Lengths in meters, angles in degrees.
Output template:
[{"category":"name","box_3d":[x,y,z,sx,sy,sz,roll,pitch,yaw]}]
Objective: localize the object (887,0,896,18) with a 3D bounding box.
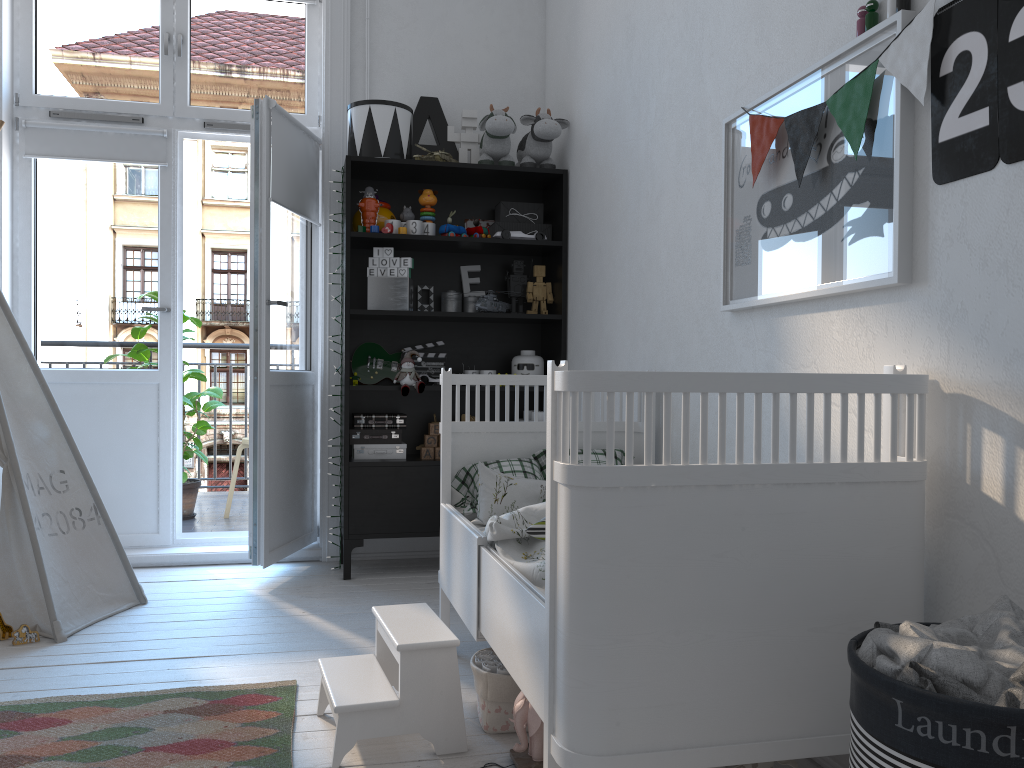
[{"category":"object","box_3d":[0.706,-0.706,1.636,0.025,0.064,0.025,0,1,-18]}]

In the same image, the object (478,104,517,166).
[{"category":"object","box_3d":[-0.068,-1.019,3.735,0.154,0.253,0.370,0,0,-5]}]

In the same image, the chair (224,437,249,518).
[{"category":"chair","box_3d":[-1.297,0.377,4.950,0.436,0.715,0.498,1,1,32]}]

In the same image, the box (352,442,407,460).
[{"category":"box","box_3d":[-0.559,0.278,3.719,0.215,0.062,0.179,0,0,-13]}]

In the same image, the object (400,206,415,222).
[{"category":"object","box_3d":[-0.447,-0.681,3.789,0.063,0.160,0.063,0,1,-35]}]

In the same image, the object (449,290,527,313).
[{"category":"object","box_3d":[-0.090,-0.345,3.780,0.368,0.106,0.349,0,0,-11]}]

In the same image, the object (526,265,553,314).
[{"category":"object","box_3d":[0.118,-0.400,3.817,0.114,0.221,0.052,0,1,-14]}]

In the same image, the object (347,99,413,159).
[{"category":"object","box_3d":[-0.533,-1.030,3.751,0.272,0.259,0.395,1,0,15]}]

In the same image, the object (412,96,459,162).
[{"category":"object","box_3d":[-0.363,-1.072,3.866,0.343,0.344,0.057,0,1,-13]}]

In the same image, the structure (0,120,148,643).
[{"category":"structure","box_3d":[-1.868,-0.098,2.954,1.143,1.750,1.143,0,1,-37]}]

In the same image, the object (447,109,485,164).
[{"category":"object","box_3d":[-0.188,-1.043,3.876,0.190,0.290,0.065,0,1,-8]}]

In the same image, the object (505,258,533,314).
[{"category":"object","box_3d":[0.030,-0.421,3.860,0.117,0.259,0.081,0,1,-13]}]

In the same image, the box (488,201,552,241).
[{"category":"box","box_3d":[0.037,-0.692,3.870,0.251,0.189,0.179,0,1,-13]}]

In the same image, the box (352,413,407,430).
[{"category":"box","box_3d":[-0.558,0.155,3.719,0.215,0.062,0.179,0,0,-13]}]

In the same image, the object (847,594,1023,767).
[{"category":"object","box_3d":[0.605,0.542,1.114,0.345,0.513,0.346,0,1,-23]}]

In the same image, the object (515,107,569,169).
[{"category":"object","box_3d":[0.079,-1.018,3.774,0.211,0.253,0.386,0,1,-29]}]

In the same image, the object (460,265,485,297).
[{"category":"object","box_3d":[-0.174,-0.453,3.922,0.107,0.151,0.055,0,1,-13]}]

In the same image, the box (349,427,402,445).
[{"category":"box","box_3d":[-0.577,0.217,3.714,0.215,0.062,0.179,0,0,-13]}]

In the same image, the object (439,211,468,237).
[{"category":"object","box_3d":[-0.244,-0.661,3.710,0.121,0.126,0.087,0,1,-36]}]

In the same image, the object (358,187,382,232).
[{"category":"object","box_3d":[-0.573,-0.703,3.609,0.105,0.203,0.072,0,1,-6]}]

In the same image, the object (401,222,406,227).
[{"category":"object","box_3d":[-0.446,-0.634,3.684,0.067,0.067,0.067,0,1,-39]}]

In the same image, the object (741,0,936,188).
[{"category":"object","box_3d":[0.669,-0.626,1.781,0.058,0.415,0.904,0,0,-14]}]

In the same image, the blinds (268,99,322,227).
[{"category":"blinds","box_3d":[-0.883,-0.892,3.661,0.032,0.390,0.565,1,0,7]}]

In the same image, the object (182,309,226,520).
[{"category":"object","box_3d":[-1.884,0.116,4.836,0.720,1.225,0.489,0,1,-3]}]

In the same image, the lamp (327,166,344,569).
[{"category":"lamp","box_3d":[-0.295,-0.064,3.821,0.985,1.684,0.095,0,1,-16]}]

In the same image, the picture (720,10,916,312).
[{"category":"picture","box_3d":[0.633,-0.430,1.943,0.030,0.493,0.703,0,0,-13]}]

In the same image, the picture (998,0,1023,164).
[{"category":"picture","box_3d":[0.787,-0.494,1.325,0.013,0.305,0.153,0,1,-13]}]

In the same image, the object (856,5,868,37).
[{"category":"object","box_3d":[0.686,-0.706,1.732,0.025,0.064,0.025,0,1,-18]}]

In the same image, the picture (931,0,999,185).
[{"category":"picture","box_3d":[0.752,-0.494,1.475,0.010,0.301,0.152,0,1,-14]}]

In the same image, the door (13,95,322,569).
[{"category":"door","box_3d":[-1.422,-0.208,3.603,1.264,1.839,0.636,0,1,-11]}]

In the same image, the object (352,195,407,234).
[{"category":"object","box_3d":[-0.556,-0.699,3.685,0.197,0.197,0.318,0,0,-17]}]

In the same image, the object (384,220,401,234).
[{"category":"object","box_3d":[-0.488,-0.634,3.629,0.067,0.067,0.067,0,1,-12]}]

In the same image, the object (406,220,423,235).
[{"category":"object","box_3d":[-0.400,-0.633,3.634,0.067,0.067,0.067,0,1,-12]}]

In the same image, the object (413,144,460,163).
[{"category":"object","box_3d":[-0.321,-0.948,3.690,0.121,0.100,0.338,1,0,22]}]

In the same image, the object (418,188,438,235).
[{"category":"object","box_3d":[-0.350,-0.706,3.685,0.077,0.213,0.077,1,1,20]}]

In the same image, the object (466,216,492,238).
[{"category":"object","box_3d":[-0.147,-0.661,3.776,0.087,0.112,0.122,0,1,-42]}]

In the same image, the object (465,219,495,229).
[{"category":"object","box_3d":[-0.038,-0.666,3.962,0.347,0.132,0.037,0,1,-13]}]

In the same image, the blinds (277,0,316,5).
[{"category":"blinds","box_3d":[-1.144,-1.719,3.878,0.565,0.060,0.032,0,1,-13]}]

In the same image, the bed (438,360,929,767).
[{"category":"bed","box_3d":[0.247,0.376,2.095,0.670,0.833,1.404,0,0,-13]}]

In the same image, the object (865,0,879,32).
[{"category":"object","box_3d":[0.692,-0.706,1.704,0.025,0.064,0.025,0,1,-15]}]

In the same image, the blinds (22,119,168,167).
[{"category":"blinds","box_3d":[-1.755,-1.016,3.746,0.565,0.158,0.032,0,1,-13]}]

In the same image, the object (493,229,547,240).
[{"category":"object","box_3d":[0.033,-0.620,3.727,0.230,0.048,0.098,0,0,-23]}]
